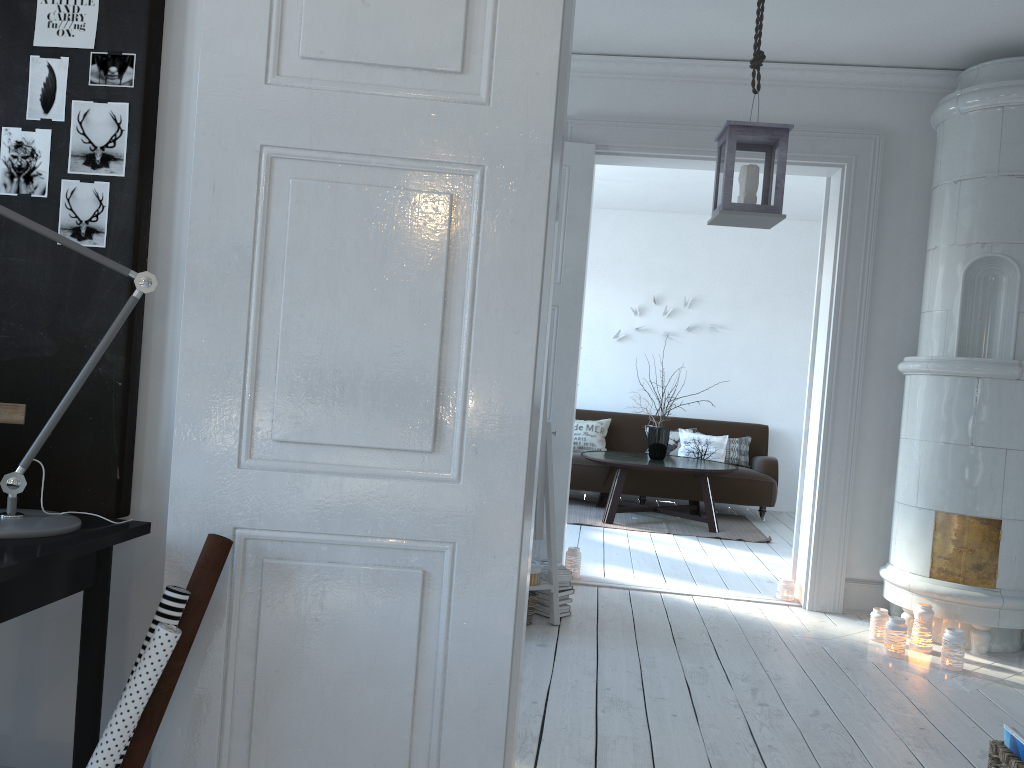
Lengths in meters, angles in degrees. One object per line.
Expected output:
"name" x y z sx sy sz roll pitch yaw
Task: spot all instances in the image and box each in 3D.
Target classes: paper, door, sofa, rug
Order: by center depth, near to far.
"paper" -0.703 0.697 1.430 0.283 0.627 0.041 4 2 -16
"paper" -0.696 0.679 1.488 0.266 0.669 0.043 3 2 -39
"paper" -0.659 0.639 1.554 0.297 0.747 0.048 3 2 -39
"door" 0.704 -0.116 1.811 2.598 2.506 0.577 5 1 6
"door" 1.003 -0.116 4.811 2.598 2.506 0.577 5 1 6
"rug" 1.191 1.106 7.443 1.710 0.055 1.456 5 0 6
"sofa" 1.303 0.711 8.191 2.165 0.825 0.968 5 1 6

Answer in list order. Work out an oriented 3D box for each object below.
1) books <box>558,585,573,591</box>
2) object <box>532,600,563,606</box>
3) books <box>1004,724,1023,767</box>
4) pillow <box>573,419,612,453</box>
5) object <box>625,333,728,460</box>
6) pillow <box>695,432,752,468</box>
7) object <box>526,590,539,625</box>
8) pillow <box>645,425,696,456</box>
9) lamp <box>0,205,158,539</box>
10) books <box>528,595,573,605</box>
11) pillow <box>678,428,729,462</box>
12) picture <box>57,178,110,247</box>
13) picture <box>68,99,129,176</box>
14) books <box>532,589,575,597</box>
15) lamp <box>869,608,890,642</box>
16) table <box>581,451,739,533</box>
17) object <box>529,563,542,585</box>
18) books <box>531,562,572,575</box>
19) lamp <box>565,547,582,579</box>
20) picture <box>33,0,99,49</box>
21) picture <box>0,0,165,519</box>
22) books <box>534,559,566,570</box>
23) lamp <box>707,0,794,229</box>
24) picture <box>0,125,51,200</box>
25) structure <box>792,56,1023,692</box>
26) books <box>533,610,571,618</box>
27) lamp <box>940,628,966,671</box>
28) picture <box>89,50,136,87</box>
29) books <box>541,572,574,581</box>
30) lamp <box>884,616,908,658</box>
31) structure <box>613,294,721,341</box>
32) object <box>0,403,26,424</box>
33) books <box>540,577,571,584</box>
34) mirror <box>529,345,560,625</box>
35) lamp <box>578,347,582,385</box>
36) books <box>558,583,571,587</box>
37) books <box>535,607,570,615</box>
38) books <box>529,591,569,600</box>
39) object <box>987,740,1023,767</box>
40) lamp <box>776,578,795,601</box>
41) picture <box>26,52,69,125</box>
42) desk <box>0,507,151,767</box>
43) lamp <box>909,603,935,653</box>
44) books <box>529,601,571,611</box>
"books" 0.180 0.942 4.171 0.128 0.016 0.178 4 1 -41
"object" 0.162 1.017 4.181 0.111 0.014 0.156 4 1 -41
"books" 1.328 1.020 2.160 0.201 0.300 0.179 5 1 6
"pillow" 0.665 0.491 8.359 0.519 0.367 0.239 5 1 5
"object" 1.367 0.112 7.317 0.846 1.066 0.525 4 1 -24
"pillow" 1.953 0.609 8.229 0.542 0.288 0.183 5 1 6
"object" -0.006 0.998 4.026 0.185 0.140 0.295 4 1 -23
"pillow" 1.461 0.567 8.241 0.473 0.348 0.158 5 1 4
"lamp" -0.950 -0.107 1.532 0.617 0.716 0.230 4 1 -24
"books" 0.170 1.005 4.167 0.186 0.017 0.132 5 1 43
"pillow" 1.744 0.581 8.137 0.471 0.309 0.188 5 1 6
"picture" -0.867 -0.347 1.793 0.103 0.136 0.001 5 1 6
"picture" -0.834 -0.498 1.787 0.121 0.153 0.002 5 1 6
"books" 0.178 0.962 4.163 0.193 0.022 0.128 5 1 38
"lamp" 1.717 1.126 4.144 0.084 0.146 0.084 5 1 10
"table" 1.204 0.882 7.411 1.300 0.503 1.299 4 1 -4
"object" 0.061 0.855 4.000 0.142 0.074 0.142 4 1 -11
"books" 0.182 0.865 4.162 0.132 0.017 0.186 4 0 -21
"lamp" 0.339 0.991 4.921 0.089 0.166 0.089 5 1 5
"picture" -0.896 -0.756 1.789 0.147 0.154 0.004 5 1 6
"picture" -1.228 -0.343 1.860 0.953 1.173 0.064 5 1 6
"books" 0.176 0.849 4.175 0.111 0.014 0.156 4 0 -15
"lamp" 0.895 -1.453 3.118 0.228 1.763 0.228 5 1 2
"picture" -0.991 -0.450 1.803 0.107 0.150 0.001 5 1 6
"structure" 2.128 -0.102 4.153 1.248 2.829 0.799 3 2 -39
"books" 0.170 1.067 4.174 0.178 0.016 0.128 5 1 44
"lamp" 1.881 1.131 3.780 0.089 0.166 0.089 5 1 5
"picture" -0.804 -0.635 1.783 0.095 0.071 0.001 5 1 6
"books" 0.187 0.887 4.159 0.128 0.026 0.200 4 1 -23
"lamp" 1.694 1.116 3.913 0.089 0.166 0.089 5 1 7
"structure" 1.513 -0.623 8.611 1.025 0.478 0.085 5 1 6
"object" -0.998 0.138 1.662 0.138 0.209 0.034 4 1 -14
"books" 0.177 0.908 4.166 0.128 0.016 0.180 4 0 -23
"mirror" -0.067 0.309 3.996 0.611 1.489 0.416 4 2 -30
"lamp" 0.515 -0.876 7.479 0.228 1.763 0.228 5 1 2
"books" 0.177 0.924 4.169 0.128 0.016 0.176 4 1 -28
"books" 0.167 1.050 4.172 0.128 0.016 0.176 4 1 -43
"books" 0.164 0.984 4.172 0.166 0.022 0.128 5 1 40
"object" 1.339 1.053 2.159 0.270 0.265 0.224 5 1 6
"lamp" 1.482 1.111 4.798 0.093 0.110 0.093 5 1 23
"picture" -0.942 -0.599 1.797 0.083 0.146 0.002 5 1 6
"desk" -1.336 0.600 1.461 1.159 0.759 0.651 5 1 6
"lamp" 1.865 1.106 4.029 0.098 0.210 0.098 5 1 10
"books" 0.167 1.033 4.169 0.128 0.016 0.180 4 1 -39
